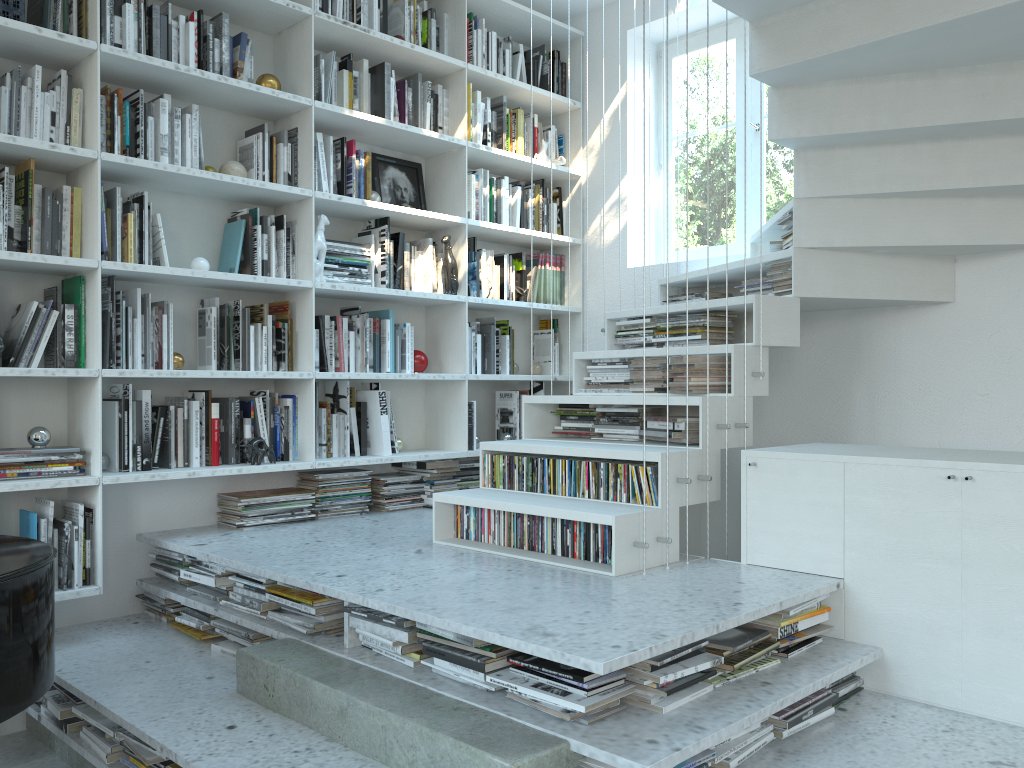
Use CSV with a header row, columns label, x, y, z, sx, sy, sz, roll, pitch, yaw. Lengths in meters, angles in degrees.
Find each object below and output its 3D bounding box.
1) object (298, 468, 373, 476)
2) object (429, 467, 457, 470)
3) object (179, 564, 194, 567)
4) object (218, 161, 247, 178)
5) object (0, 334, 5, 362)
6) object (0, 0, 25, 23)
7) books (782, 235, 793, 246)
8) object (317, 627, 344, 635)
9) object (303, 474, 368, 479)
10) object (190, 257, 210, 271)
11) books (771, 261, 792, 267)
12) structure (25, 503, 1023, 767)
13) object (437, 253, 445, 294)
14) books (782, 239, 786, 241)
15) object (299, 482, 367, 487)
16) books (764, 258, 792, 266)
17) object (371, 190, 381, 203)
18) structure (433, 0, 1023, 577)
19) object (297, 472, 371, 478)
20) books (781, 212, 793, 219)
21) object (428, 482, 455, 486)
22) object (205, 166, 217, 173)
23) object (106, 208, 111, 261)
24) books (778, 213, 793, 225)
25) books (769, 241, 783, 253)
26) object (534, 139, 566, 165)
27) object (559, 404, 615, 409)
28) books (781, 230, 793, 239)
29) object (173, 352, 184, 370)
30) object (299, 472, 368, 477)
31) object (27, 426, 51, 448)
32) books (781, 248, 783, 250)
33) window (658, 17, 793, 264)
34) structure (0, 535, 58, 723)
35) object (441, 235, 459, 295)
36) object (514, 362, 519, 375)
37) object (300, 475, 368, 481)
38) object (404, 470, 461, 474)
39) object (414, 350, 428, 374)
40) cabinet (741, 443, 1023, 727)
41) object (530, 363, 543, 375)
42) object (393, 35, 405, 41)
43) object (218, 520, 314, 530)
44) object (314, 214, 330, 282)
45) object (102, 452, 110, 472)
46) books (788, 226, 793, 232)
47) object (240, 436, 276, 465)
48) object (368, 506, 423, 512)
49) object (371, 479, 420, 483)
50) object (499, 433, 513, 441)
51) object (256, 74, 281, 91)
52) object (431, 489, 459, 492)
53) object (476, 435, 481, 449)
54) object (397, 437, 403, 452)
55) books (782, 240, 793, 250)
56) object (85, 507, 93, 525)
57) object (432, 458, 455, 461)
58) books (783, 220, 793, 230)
label,x,y,z,sx,sy,sz,roll,pitch,yaw
object,-0.781,0.389,3.918,0.285,0.005,0.159,0,0,-40
object,-0.397,0.398,4.259,0.141,0.005,0.259,0,0,-41
object,-1.227,0.668,3.394,0.135,0.011,0.221,0,0,-41
object,-1.122,-0.840,3.566,0.111,0.113,0.111,0,0,23
object,-1.646,-0.108,2.826,0.079,0.113,0.054,0,0,44
object,-1.688,-1.278,2.902,0.135,0.248,0.135,0,0,35
books,1.171,-0.545,3.363,0.250,0.017,0.181,0,0,5
object,-0.606,0.741,2.767,0.266,0.010,0.145,0,0,41
object,-0.789,0.405,3.927,0.161,0.006,0.254,0,0,45
object,-1.204,-0.453,3.421,0.071,0.072,0.071,0,0,4
books,1.150,-0.456,3.404,0.266,0.008,0.163,0,0,-25
structure,0.242,0.899,2.941,3.112,0.659,2.899,0,0,45
object,-0.393,-0.519,4.299,0.179,0.211,0.022,0,0,45
books,1.195,-0.575,3.633,0.184,0.013,0.230,0,0,10
object,-0.791,0.438,3.925,0.161,0.006,0.254,0,0,45
books,1.146,-0.464,3.417,0.300,0.007,0.158,0,0,-20
object,-0.639,-0.829,4.014,0.091,0.092,0.091,0,0,4
structure,0.605,-0.797,2.757,1.954,3.382,2.613,0,0,45
object,-0.789,0.400,3.927,0.159,0.005,0.285,0,0,45
books,1.173,-0.638,3.386,0.261,0.016,0.128,0,0,6
object,-0.388,0.469,4.269,0.199,0.015,0.134,0,0,45
object,-1.187,-0.819,3.469,0.068,0.068,0.068,0,0,23
object,-1.486,-0.521,3.212,0.140,0.208,0.013,0,0,45
books,1.170,-0.624,3.353,0.283,0.012,0.175,0,0,0
books,1.177,-0.562,3.638,0.226,0.013,0.284,0,0,18
object,0.190,-1.216,4.704,0.203,0.137,0.095,0,0,-29
object,0.304,0.085,3.596,0.161,0.025,0.174,0,0,-41
books,1.171,-0.568,3.361,0.256,0.010,0.163,0,0,0
object,-1.289,-0.085,3.387,0.071,0.072,0.071,0,0,4
object,-0.787,0.395,3.925,0.254,0.006,0.161,0,0,-44
object,-1.586,0.178,2.972,0.071,0.072,0.071,0,0,4
books,1.195,-0.545,3.633,0.184,0.008,0.216,0,0,10
window,1.176,-1.216,4.378,1.117,1.226,0.042,0,0,45
structure,-1.707,0.801,1.414,1.334,0.833,1.918,0,0,45
object,-0.296,-0.556,4.200,0.087,0.288,0.075,0,0,-10
object,0.002,-0.079,4.673,0.071,0.072,0.071,0,0,4
object,-0.789,0.411,3.927,0.161,0.006,0.254,0,0,45
object,-0.396,0.415,4.261,0.295,0.004,0.144,0,0,43
object,-0.456,-0.103,4.207,0.115,0.116,0.115,0,0,23
cabinet,1.250,0.541,2.631,0.993,0.668,0.551,0,0,45
object,0.134,-0.078,4.862,0.071,0.072,0.071,0,0,4
object,-0.519,-1.552,4.043,0.071,0.072,0.071,0,0,4
object,-1.018,0.574,3.680,0.193,0.007,0.345,0,0,40
object,-0.799,-0.558,3.668,0.087,0.288,0.075,0,0,-10
object,-1.483,0.280,3.188,0.071,0.072,0.071,0,0,4
books,1.170,-0.587,3.354,0.212,0.028,0.191,0,0,7
object,-0.992,0.262,3.471,0.064,0.114,0.160,0,0,32
object,-0.528,0.575,4.192,0.207,0.008,0.327,0,0,45
object,-0.529,0.445,4.190,0.207,0.008,0.327,0,0,45
object,-0.029,0.285,4.530,0.071,0.072,0.071,0,0,4
object,-0.986,-1.202,3.586,0.100,0.102,0.100,0,0,23
object,-0.393,0.501,4.264,0.132,0.007,0.294,0,0,-42
object,-0.191,0.285,4.367,0.071,0.072,0.071,0,0,4
object,-0.545,0.284,4.151,0.071,0.072,0.071,0,0,4
books,1.172,-0.529,3.378,0.247,0.015,0.142,0,0,3
object,-1.489,0.559,3.099,0.142,0.260,0.011,0,0,45
object,-0.389,0.353,4.268,0.210,0.015,0.130,0,0,44
books,1.173,-0.609,3.385,0.250,0.017,0.135,0,0,5
